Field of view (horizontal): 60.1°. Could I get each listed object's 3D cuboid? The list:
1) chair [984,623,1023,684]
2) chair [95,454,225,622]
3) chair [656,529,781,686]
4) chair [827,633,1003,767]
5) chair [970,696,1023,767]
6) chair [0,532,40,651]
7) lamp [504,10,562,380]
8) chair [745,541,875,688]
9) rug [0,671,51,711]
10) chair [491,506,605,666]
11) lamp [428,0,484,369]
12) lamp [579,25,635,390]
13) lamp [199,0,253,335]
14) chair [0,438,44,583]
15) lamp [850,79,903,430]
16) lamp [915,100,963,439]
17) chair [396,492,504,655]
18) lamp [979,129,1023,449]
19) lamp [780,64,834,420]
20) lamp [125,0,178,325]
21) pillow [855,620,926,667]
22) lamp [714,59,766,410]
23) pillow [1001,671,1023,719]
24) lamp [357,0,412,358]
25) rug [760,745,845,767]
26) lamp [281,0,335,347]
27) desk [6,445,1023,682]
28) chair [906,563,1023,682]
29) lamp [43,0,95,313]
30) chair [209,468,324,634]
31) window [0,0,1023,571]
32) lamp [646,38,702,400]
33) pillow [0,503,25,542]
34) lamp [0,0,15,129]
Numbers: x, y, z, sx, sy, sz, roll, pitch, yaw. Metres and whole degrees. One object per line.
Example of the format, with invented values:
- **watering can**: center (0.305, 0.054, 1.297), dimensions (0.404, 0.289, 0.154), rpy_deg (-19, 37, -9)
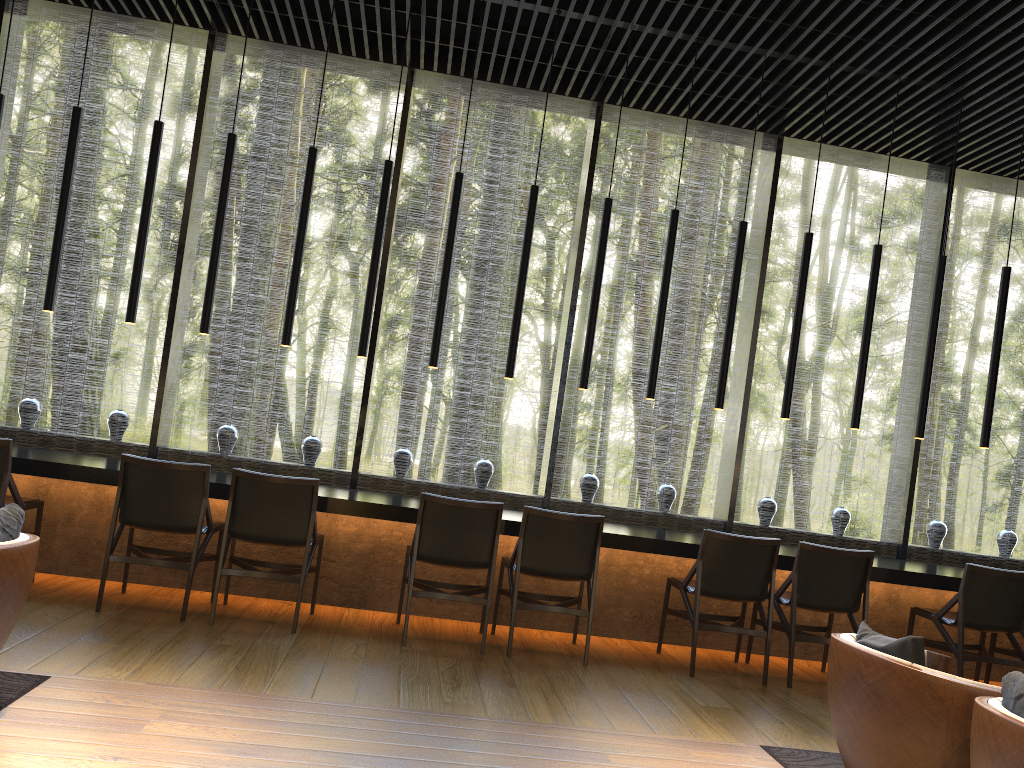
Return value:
- **chair**: center (3.395, 1.591, 5.496), dimensions (0.526, 0.826, 0.564), rpy_deg (8, -2, -6)
- **chair**: center (-1.911, 0.820, 4.886), dimensions (0.526, 0.826, 0.564), rpy_deg (8, -2, -6)
- **chair**: center (1.240, 1.278, 5.248), dimensions (0.526, 0.826, 0.564), rpy_deg (8, -2, -6)
- **chair**: center (1.430, 1.252, 3.161), dimensions (0.606, 0.603, 0.805), rpy_deg (8, -3, -6)
- **chair**: center (1.528, 1.199, 2.311), dimensions (0.606, 0.603, 0.805), rpy_deg (8, -3, -6)
- **chair**: center (-1.915, 0.772, 2.863), dimensions (0.606, 0.603, 0.805), rpy_deg (8, -3, -6)
- **lamp**: center (0.143, -1.230, 5.754), dimensions (0.060, 2.417, 0.060), rpy_deg (8, -1, -11)
- **chair**: center (1.806, 1.360, 5.313), dimensions (0.526, 0.826, 0.564), rpy_deg (8, -2, -6)
- **rug**: center (-2.779, 0.914, 2.339), dimensions (2.243, 0.008, 1.961), rpy_deg (8, -4, -6)
- **chair**: center (0.218, 1.129, 5.131), dimensions (0.526, 0.826, 0.564), rpy_deg (8, -2, -6)
- **lamp**: center (-0.344, -1.301, 5.698), dimensions (0.060, 2.417, 0.060), rpy_deg (8, -1, -1)
- **lamp**: center (0.629, -1.160, 5.810), dimensions (0.060, 2.417, 0.060), rpy_deg (8, -1, -1)
- **lamp**: center (-1.755, -1.506, 5.536), dimensions (0.060, 2.417, 0.060), rpy_deg (8, -1, -11)
- **chair**: center (-2.909, 0.675, 4.771), dimensions (0.526, 0.826, 0.564), rpy_deg (8, -2, -6)
- **lamp**: center (2.486, -0.890, 6.024), dimensions (0.060, 2.417, 0.060), rpy_deg (8, -1, -11)
- **lamp**: center (2.949, -0.822, 6.077), dimensions (0.060, 2.417, 0.060), rpy_deg (8, -1, -11)
- **chair**: center (-0.348, 1.047, 5.065), dimensions (0.526, 0.826, 0.564), rpy_deg (8, -2, -6)
- **lamp**: center (3.421, -0.754, 6.131), dimensions (0.060, 2.417, 0.060), rpy_deg (8, -1, -11)
- **lamp**: center (1.996, -0.961, 5.967), dimensions (0.060, 2.417, 0.060), rpy_deg (8, -1, -11)
- **lamp**: center (-2.194, -1.570, 5.486), dimensions (0.060, 2.417, 0.060), rpy_deg (8, -1, -11)
- **pillow**: center (1.340, 1.024, 3.155), dimensions (0.205, 0.337, 0.443), rpy_deg (8, -3, 1)
- **lamp**: center (1.540, -1.027, 5.915), dimensions (0.060, 2.417, 0.060), rpy_deg (8, -1, -11)
- **pillow**: center (1.441, 0.967, 2.303), dimensions (0.222, 0.361, 0.399), rpy_deg (8, -3, -6)
- **lamp**: center (-0.791, -1.366, 5.647), dimensions (0.060, 2.417, 0.060), rpy_deg (8, -1, -11)
- **rug**: center (2.284, 1.650, 2.921), dimensions (2.243, 0.008, 2.044), rpy_deg (8, -4, -6)
- **lamp**: center (-1.262, -1.434, 5.593), dimensions (0.060, 2.417, 0.060), rpy_deg (8, -1, -1)
- **desk**: center (-8.872, -0.132, 4.459), dimensions (28.746, 0.758, 1.783), rpy_deg (8, -4, -6)
- **chair**: center (2.829, 1.509, 5.431), dimensions (0.526, 0.826, 0.564), rpy_deg (8, -2, -6)
- **lamp**: center (-2.671, -1.639, 5.431), dimensions (0.060, 2.417, 0.060), rpy_deg (8, -1, -11)
- **chair**: center (-1.346, 0.902, 4.951), dimensions (0.526, 0.826, 0.564), rpy_deg (8, -2, -6)
- **window**: center (-8.653, -2.188, 0.183), dimensions (31.899, 4.221, 12.075), rpy_deg (8, -4, -6)
- **lamp**: center (1.075, -1.095, 5.862), dimensions (0.060, 2.417, 0.060), rpy_deg (8, -1, -11)
- **pillow**: center (-1.769, 0.575, 2.879), dimensions (0.222, 0.361, 0.399), rpy_deg (8, -3, -6)
- **lamp**: center (-3.121, -1.705, 5.379), dimensions (0.060, 2.417, 0.060), rpy_deg (8, -1, -11)
